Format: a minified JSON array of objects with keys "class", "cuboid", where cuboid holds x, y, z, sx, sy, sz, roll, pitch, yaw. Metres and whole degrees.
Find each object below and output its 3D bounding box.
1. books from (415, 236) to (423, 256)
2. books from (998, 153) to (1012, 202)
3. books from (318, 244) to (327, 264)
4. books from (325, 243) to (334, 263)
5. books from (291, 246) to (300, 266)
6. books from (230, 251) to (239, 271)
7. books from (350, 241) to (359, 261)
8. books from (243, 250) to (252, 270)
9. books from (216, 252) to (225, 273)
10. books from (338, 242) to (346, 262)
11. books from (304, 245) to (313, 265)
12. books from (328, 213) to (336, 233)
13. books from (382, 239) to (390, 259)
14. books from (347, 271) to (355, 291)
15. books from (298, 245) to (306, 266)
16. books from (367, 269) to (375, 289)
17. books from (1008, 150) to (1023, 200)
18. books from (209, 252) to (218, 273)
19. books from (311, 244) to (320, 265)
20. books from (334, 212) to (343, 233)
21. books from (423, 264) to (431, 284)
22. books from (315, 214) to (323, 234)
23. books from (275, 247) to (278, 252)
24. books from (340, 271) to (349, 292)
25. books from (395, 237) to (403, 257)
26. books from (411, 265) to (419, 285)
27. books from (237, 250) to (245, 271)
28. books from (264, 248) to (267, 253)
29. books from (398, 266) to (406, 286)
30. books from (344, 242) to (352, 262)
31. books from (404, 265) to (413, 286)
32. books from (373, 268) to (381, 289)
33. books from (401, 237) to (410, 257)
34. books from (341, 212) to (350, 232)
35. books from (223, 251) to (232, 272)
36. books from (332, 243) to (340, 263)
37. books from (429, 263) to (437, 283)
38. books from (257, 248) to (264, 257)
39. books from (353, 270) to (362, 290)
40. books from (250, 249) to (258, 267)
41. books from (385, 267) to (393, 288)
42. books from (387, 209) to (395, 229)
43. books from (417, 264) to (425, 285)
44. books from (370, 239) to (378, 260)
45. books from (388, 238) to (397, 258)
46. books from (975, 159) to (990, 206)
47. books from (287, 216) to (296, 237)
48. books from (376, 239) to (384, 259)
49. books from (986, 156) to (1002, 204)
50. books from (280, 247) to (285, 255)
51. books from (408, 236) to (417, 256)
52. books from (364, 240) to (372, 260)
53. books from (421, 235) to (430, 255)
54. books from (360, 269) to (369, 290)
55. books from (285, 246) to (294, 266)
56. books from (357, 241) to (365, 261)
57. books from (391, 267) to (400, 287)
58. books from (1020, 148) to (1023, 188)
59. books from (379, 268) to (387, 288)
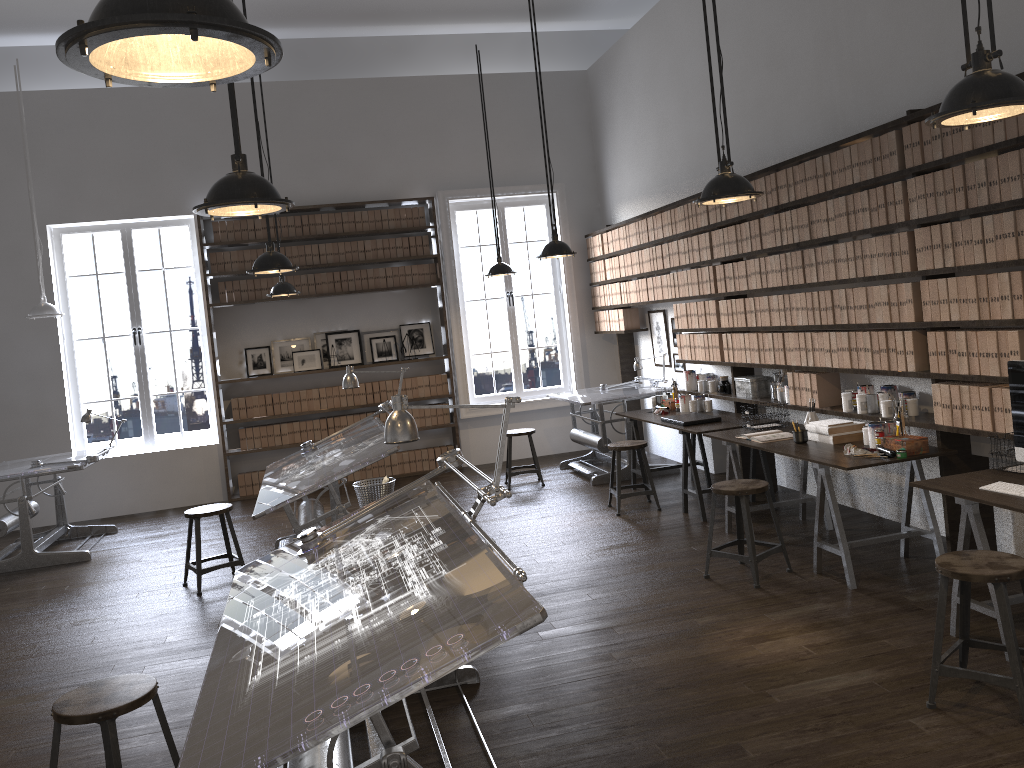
[{"class":"books","cuboid":[-1.035,-1.515,9.799,0.067,0.225,0.174,-6,2,-13]},{"class":"books","cuboid":[2.362,-0.961,4.113,0.175,0.225,0.067,-6,2,-13]},{"class":"books","cuboid":[-2.044,-1.393,9.557,0.067,0.225,0.174,-6,2,-13]},{"class":"books","cuboid":[-1.974,-1.401,9.576,0.067,0.225,0.174,-6,2,-13]},{"class":"books","cuboid":[-2.318,-1.360,9.496,0.067,0.225,0.174,-6,2,-13]},{"class":"books","cuboid":[-2.923,-1.287,9.353,0.067,0.225,0.174,-6,2,-13]},{"class":"books","cuboid":[-1.714,-1.433,9.639,0.067,0.225,0.174,-6,2,-13]},{"class":"books","cuboid":[-2.796,-1.302,9.380,0.067,0.225,0.174,-6,2,-13]},{"class":"books","cuboid":[-3.061,-1.270,9.323,0.067,0.225,0.174,-6,2,-13]},{"class":"books","cuboid":[-1.848,-1.416,9.602,0.067,0.225,0.174,-6,2,-13]},{"class":"books","cuboid":[-2.186,-1.376,9.523,0.067,0.225,0.174,-6,2,-13]},{"class":"books","cuboid":[-1.948,-1.725,9.587,0.067,0.225,0.174,-6,2,-13]},{"class":"books","cuboid":[-1.385,-1.473,9.717,0.067,0.225,0.174,-6,2,-13]},{"class":"books","cuboid":[-1.751,-1.115,9.626,0.067,0.225,0.174,-6,2,-13]},{"class":"books","cuboid":[-2.256,-1.367,9.506,0.067,0.225,0.174,-6,2,-13]},{"class":"books","cuboid":[-1.548,-1.139,9.672,0.067,0.225,0.174,-6,2,-13]},{"class":"books","cuboid":[2.372,-0.957,4.046,0.175,0.225,0.067,-6,2,-13]},{"class":"books","cuboid":[-3.129,-1.262,9.309,0.067,0.225,0.174,-6,2,-13]},{"class":"books","cuboid":[-2.117,-1.384,9.542,0.067,0.225,0.174,-6,2,-13]},{"class":"books","cuboid":[-1.880,-1.733,9.601,0.067,0.225,0.174,-6,2,-13]},{"class":"books","cuboid":[-0.954,-1.211,9.815,0.067,0.225,0.174,-6,2,-13]},{"class":"books","cuboid":[-2.084,-1.708,9.547,0.067,0.225,0.174,-6,2,-13]},{"class":"books","cuboid":[-2.527,-1.335,9.450,0.067,0.225,0.174,-6,2,-13]},{"class":"books","cuboid":[-1.821,-1.107,9.614,0.067,0.225,0.174,-6,2,-13]},{"class":"books","cuboid":[-1.247,-1.489,9.745,0.067,0.225,0.174,-6,2,-13]},{"class":"books","cuboid":[-1.079,-1.196,9.781,0.067,0.225,0.174,-6,2,-13]},{"class":"books","cuboid":[-2.862,-1.294,9.369,0.067,0.225,0.174,-6,2,-13]},{"class":"books","cuboid":[-2.594,-1.326,9.429,0.067,0.225,0.174,-6,2,-13]},{"class":"books","cuboid":[-1.218,-1.180,9.756,0.067,0.225,0.174,-6,2,-13]},{"class":"books","cuboid":[-1.782,-1.425,9.625,0.067,0.225,0.174,-6,2,-13]},{"class":"books","cuboid":[-1.150,-1.188,9.768,0.067,0.225,0.174,-6,2,-13]},{"class":"books","cuboid":[-1.484,-1.147,9.691,0.067,0.225,0.174,-6,2,-13]},{"class":"books","cuboid":[-1.179,-1.498,9.765,0.067,0.225,0.174,-6,2,-13]},{"class":"books","cuboid":[-1.807,-1.742,9.617,0.067,0.225,0.174,-6,2,-13]},{"class":"books","cuboid":[-2.992,-1.278,9.335,0.067,0.225,0.174,-6,2,-13]},{"class":"books","cuboid":[-1.914,-1.409,9.591,0.067,0.225,0.174,-6,2,-13]},{"class":"books","cuboid":[-0.886,-1.220,9.832,0.067,0.225,0.174,-6,2,-13]},{"class":"books","cuboid":[-2.664,-1.318,9.417,0.067,0.225,0.174,-6,2,-13]},{"class":"books","cuboid":[-1.683,-1.123,9.646,0.067,0.225,0.174,-6,2,-13]},{"class":"books","cuboid":[-2.732,-1.310,9.401,0.067,0.225,0.174,-6,2,-13]},{"class":"books","cuboid":[-1.352,-1.163,9.719,0.067,0.225,0.174,-6,2,-13]},{"class":"books","cuboid":[-1.332,-1.800,9.727,0.067,0.225,0.174,-6,2,-13]},{"class":"books","cuboid":[-1.014,-1.204,9.796,0.067,0.225,0.174,-6,2,-13]},{"class":"books","cuboid":[-1.515,-1.457,9.685,0.067,0.225,0.174,-6,2,-13]},{"class":"books","cuboid":[-1.317,-1.481,9.733,0.067,0.225,0.174,-6,2,-13]},{"class":"books","cuboid":[2.326,-0.968,4.250,0.174,0.225,0.067,-6,2,-13]},{"class":"books","cuboid":[-2.361,-1.675,9.484,0.067,0.225,0.174,-6,2,-13]},{"class":"books","cuboid":[-1.449,-1.465,9.696,0.067,0.225,0.174,-6,2,-13]},{"class":"books","cuboid":[2.346,-0.965,4.182,0.174,0.225,0.067,-6,2,-13]},{"class":"books","cuboid":[-2.453,-1.343,9.461,0.067,0.225,0.174,-6,2,-13]},{"class":"books","cuboid":[-1.105,-1.506,9.777,0.067,0.225,0.174,-6,2,-13]},{"class":"books","cuboid":[-1.575,-1.450,9.669,0.067,0.225,0.174,-6,2,-13]},{"class":"books","cuboid":[-0.961,-1.524,9.814,0.067,0.225,0.174,-6,2,-13]},{"class":"books","cuboid":[-1.614,-1.132,9.662,0.067,0.225,0.174,-6,2,-13]},{"class":"books","cuboid":[-2.382,-1.352,9.483,0.067,0.225,0.174,-6,2,-13]},{"class":"books","cuboid":[-1.645,-1.441,9.651,0.067,0.225,0.174,-6,2,-13]},{"class":"books","cuboid":[-1.285,-1.171,9.739,0.067,0.225,0.174,-6,2,-13]},{"class":"books","cuboid":[2.392,-0.955,3.982,0.175,0.225,0.067,-6,2,-13]},{"class":"books","cuboid":[-1.423,-1.154,9.704,0.067,0.225,0.174,-6,2,-13]}]
